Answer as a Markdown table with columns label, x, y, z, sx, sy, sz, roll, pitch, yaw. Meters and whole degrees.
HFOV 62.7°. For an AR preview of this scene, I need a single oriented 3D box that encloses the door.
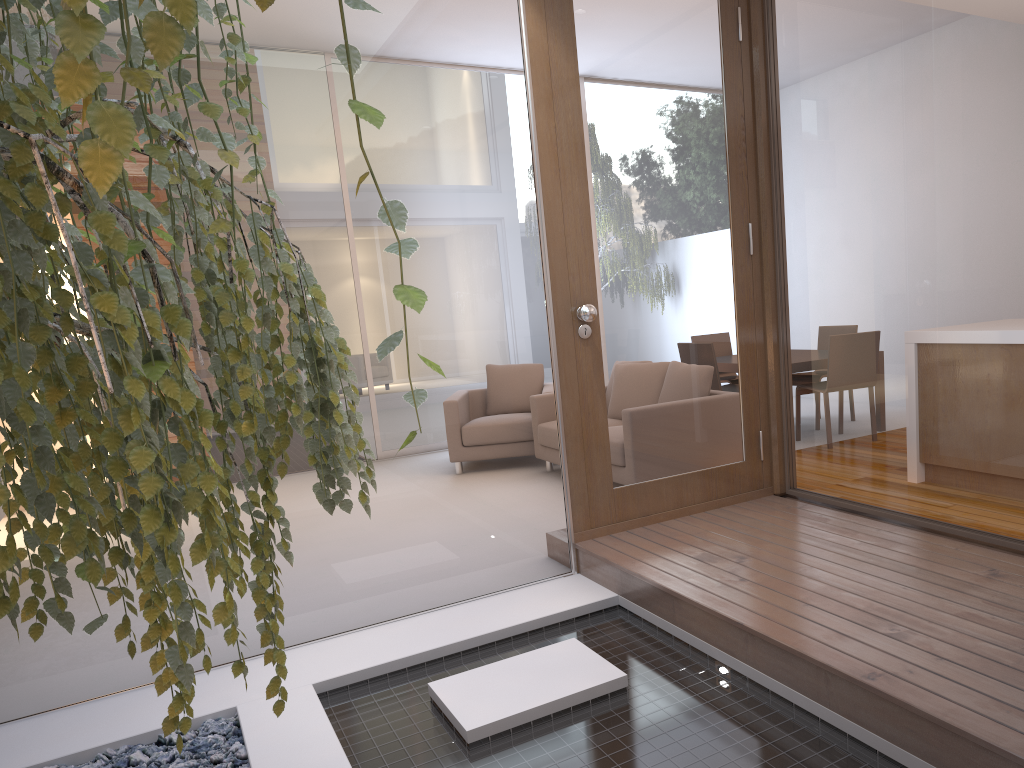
| label | x | y | z | sx | sy | sz | roll | pitch | yaw |
| --- | --- | --- | --- | --- | --- | --- | --- | --- | --- |
| door | 0.689 | -0.597 | 3.705 | 1.054 | 2.401 | 0.098 | -12 | 11 | -29 |

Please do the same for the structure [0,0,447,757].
| label | x | y | z | sx | sy | sz | roll | pitch | yaw |
| --- | --- | --- | --- | --- | --- | --- | --- | --- | --- |
| structure | -1.014 | -0.773 | 0.390 | 1.998 | 4.054 | 2.090 | -12 | 10 | -30 |

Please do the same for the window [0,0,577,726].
| label | x | y | z | sx | sy | sz | roll | pitch | yaw |
| --- | --- | --- | --- | --- | --- | --- | --- | --- | --- |
| window | -1.242 | -0.604 | 2.604 | 3.181 | 3.305 | 0.044 | -10 | 10 | -30 |

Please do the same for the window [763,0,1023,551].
| label | x | y | z | sx | sy | sz | roll | pitch | yaw |
| --- | --- | --- | --- | --- | --- | --- | --- | --- | --- |
| window | 2.097 | -0.577 | 2.174 | 0.069 | 2.506 | 4.086 | -11 | 8 | -23 |
